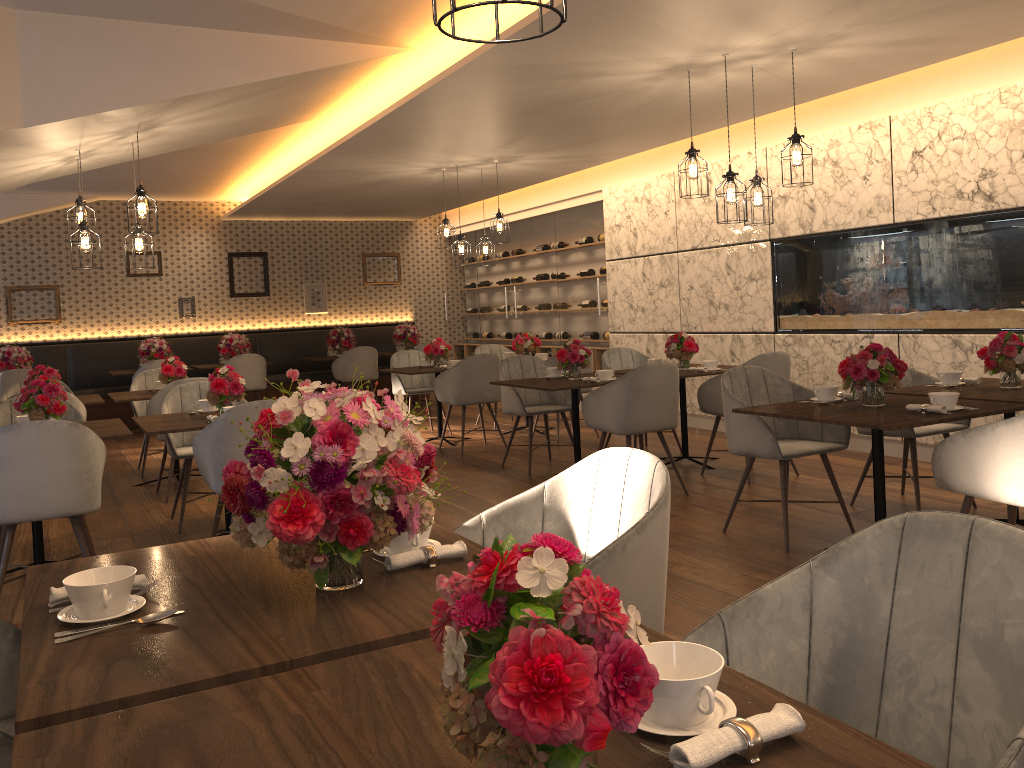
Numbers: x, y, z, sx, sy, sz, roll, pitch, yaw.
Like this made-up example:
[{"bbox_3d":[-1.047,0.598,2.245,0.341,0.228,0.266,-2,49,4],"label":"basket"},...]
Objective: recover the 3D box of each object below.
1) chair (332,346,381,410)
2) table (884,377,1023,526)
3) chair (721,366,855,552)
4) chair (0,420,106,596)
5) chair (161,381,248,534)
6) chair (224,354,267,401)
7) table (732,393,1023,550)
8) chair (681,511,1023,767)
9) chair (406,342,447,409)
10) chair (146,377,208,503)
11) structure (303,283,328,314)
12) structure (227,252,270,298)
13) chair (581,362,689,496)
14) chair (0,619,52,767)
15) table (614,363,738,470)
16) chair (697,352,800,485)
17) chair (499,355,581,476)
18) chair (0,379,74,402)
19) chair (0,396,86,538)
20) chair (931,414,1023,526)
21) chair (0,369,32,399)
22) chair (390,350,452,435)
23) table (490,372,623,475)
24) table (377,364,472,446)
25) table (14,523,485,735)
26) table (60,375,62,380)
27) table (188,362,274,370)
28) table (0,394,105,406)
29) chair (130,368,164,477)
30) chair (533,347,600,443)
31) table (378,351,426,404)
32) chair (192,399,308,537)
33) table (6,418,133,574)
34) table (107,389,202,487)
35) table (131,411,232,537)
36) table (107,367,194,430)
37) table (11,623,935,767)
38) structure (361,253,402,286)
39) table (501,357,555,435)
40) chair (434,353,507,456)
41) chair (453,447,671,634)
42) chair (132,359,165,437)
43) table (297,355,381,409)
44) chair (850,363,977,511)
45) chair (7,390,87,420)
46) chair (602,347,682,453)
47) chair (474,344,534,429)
[{"bbox_3d":[-1.982,-0.055,11.387,0.566,0.871,0.526,-4,3,-28],"label":"chair"},{"bbox_3d":[2.507,0.382,4.446,0.898,0.719,0.897,-5,4,-28],"label":"table"},{"bbox_3d":[1.397,0.349,4.604,0.566,0.871,0.526,-4,3,-28],"label":"chair"},{"bbox_3d":[-2.119,0.576,3.998,0.566,0.871,0.526,-4,3,-28],"label":"chair"},{"bbox_3d":[-1.918,0.430,5.605,0.566,0.871,0.526,-4,3,-28],"label":"chair"},{"bbox_3d":[-3.233,0.063,10.728,0.566,0.871,0.526,-4,3,-28],"label":"chair"},{"bbox_3d":[1.660,0.462,4.000,0.898,0.719,0.897,-5,4,-28],"label":"table"},{"bbox_3d":[0.545,0.669,1.318,0.527,0.871,0.565,-4,3,-28],"label":"chair"},{"bbox_3d":[-1.134,-0.135,11.834,0.566,0.871,0.526,-4,3,-28],"label":"chair"},{"bbox_3d":[-2.354,0.376,6.501,0.566,0.871,0.526,-4,3,-28],"label":"chair"},{"bbox_3d":[-2.825,-1.232,12.740,0.340,0.439,0.034,-4,2,-28],"label":"structure"},{"bbox_3d":[-3.659,-1.518,12.309,0.545,0.631,0.035,-4,2,-28],"label":"structure"},{"bbox_3d":[0.801,0.286,5.703,0.566,0.871,0.526,-4,3,-28],"label":"chair"},{"bbox_3d":[-1.058,0.732,1.515,0.527,0.871,0.565,-4,3,-28],"label":"chair"},{"bbox_3d":[1.306,0.250,6.727,0.898,0.719,0.897,-5,4,-28],"label":"table"},{"bbox_3d":[1.648,0.206,6.149,0.566,0.871,0.526,-4,3,-28],"label":"chair"},{"bbox_3d":[0.195,0.216,6.885,0.566,0.871,0.526,-4,3,-28],"label":"chair"},{"bbox_3d":[-3.849,0.390,7.214,0.566,0.871,0.526,-4,3,-28],"label":"chair"},{"bbox_3d":[-2.765,0.510,5.159,0.566,0.871,0.526,-4,3,-28],"label":"chair"},{"bbox_3d":[2.003,0.418,3.422,0.566,0.871,0.526,-4,3,-28],"label":"chair"},{"bbox_3d":[-5.331,0.261,9.622,0.566,0.871,0.526,-4,3,-28],"label":"chair"},{"bbox_3d":[-0.960,0.089,9.077,0.566,0.871,0.526,-4,3,-28],"label":"chair"},{"bbox_3d":[0.458,0.330,6.281,0.898,0.719,0.897,-5,4,-28],"label":"table"},{"bbox_3d":[-0.697,0.203,8.473,0.898,0.719,0.897,-5,4,-28],"label":"table"},{"bbox_3d":[-0.464,0.754,1.804,0.898,0.719,0.897,-5,4,-28],"label":"table"},{"bbox_3d":[-5.674,0.305,10.201,0.898,0.719,0.897,-5,4,-28],"label":"table"},{"bbox_3d":[-3.576,0.107,11.306,0.898,0.719,0.897,-5,4,-28],"label":"table"},{"bbox_3d":[-3.545,0.500,6.632,0.898,0.719,0.897,-5,4,-28],"label":"table"},{"bbox_3d":[-3.001,0.310,7.661,0.566,0.871,0.526,-4,3,-28],"label":"chair"},{"bbox_3d":[0.493,0.078,8.341,0.566,0.871,0.526,-4,3,-28],"label":"chair"},{"bbox_3d":[-1.477,-0.091,12.412,0.898,0.719,0.897,-5,4,-28],"label":"table"},{"bbox_3d":[-1.271,0.496,4.445,0.566,0.871,0.526,-4,3,-28],"label":"chair"},{"bbox_3d":[-2.462,0.620,4.576,0.898,0.719,0.897,-5,4,-28],"label":"table"},{"bbox_3d":[-2.698,0.420,7.079,0.898,0.719,0.897,-5,4,-28],"label":"table"},{"bbox_3d":[-1.614,0.540,5.022,0.898,0.719,0.897,-5,4,-28],"label":"table"},{"bbox_3d":[-4.423,0.187,10.860,0.898,0.719,0.897,-5,4,-28],"label":"table"},{"bbox_3d":[-0.026,0.802,0.974,0.898,0.719,0.897,-5,4,-28],"label":"table"},{"bbox_3d":[-1.939,-1.712,13.207,0.602,0.484,0.032,-5,2,-28],"label":"structure"},{"bbox_3d":[0.150,0.123,8.919,0.898,0.719,0.897,-5,4,-28],"label":"table"},{"bbox_3d":[-0.354,0.158,7.895,0.566,0.871,0.526,-4,3,-28],"label":"chair"},{"bbox_3d":[0.107,0.620,2.149,0.527,0.871,0.565,-4,3,-28],"label":"chair"},{"bbox_3d":[-4.080,0.143,10.282,0.566,0.871,0.526,-4,3,-28],"label":"chair"},{"bbox_3d":[-2.325,-0.011,11.965,0.898,0.719,0.897,-5,4,-28],"label":"table"},{"bbox_3d":[2.244,0.269,5.050,0.566,0.871,0.526,-4,3,-28],"label":"chair"},{"bbox_3d":[-3.202,0.456,6.054,0.566,0.871,0.526,-4,3,-28],"label":"chair"},{"bbox_3d":[1.043,0.136,7.331,0.566,0.871,0.526,-4,3,-28],"label":"chair"},{"bbox_3d":[-0.113,0.009,9.523,0.566,0.871,0.526,-4,3,-28],"label":"chair"}]
